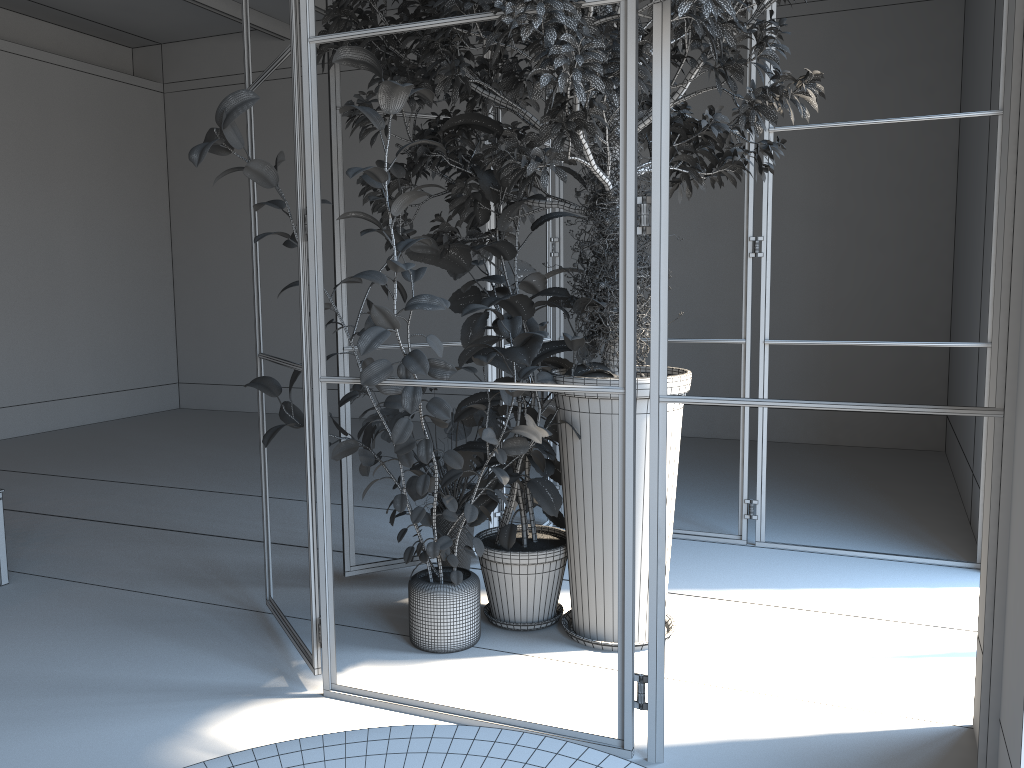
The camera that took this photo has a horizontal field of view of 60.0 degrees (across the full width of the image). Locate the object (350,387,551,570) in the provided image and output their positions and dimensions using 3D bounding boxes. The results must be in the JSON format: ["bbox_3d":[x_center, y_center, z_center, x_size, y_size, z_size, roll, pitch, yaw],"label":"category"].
[{"bbox_3d":[-0.362,0.498,4.258,1.125,1.001,0.920,2,7,20],"label":"object"}]

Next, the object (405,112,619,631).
[{"bbox_3d":[0.012,-0.068,3.889,0.868,2.157,1.270,-5,8,-36],"label":"object"}]

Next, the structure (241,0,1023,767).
[{"bbox_3d":[0.542,-0.659,3.781,2.994,3.454,2.452,2,7,23],"label":"structure"}]

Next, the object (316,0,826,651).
[{"bbox_3d":[0.236,-1.001,3.398,2.243,4.154,2.486,-1,6,-6],"label":"object"}]

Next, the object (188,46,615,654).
[{"bbox_3d":[-0.408,0.000,3.390,1.253,2.183,1.309,4,7,33],"label":"object"}]

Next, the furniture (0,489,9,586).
[{"bbox_3d":[-2.873,0.814,3.872,0.300,0.478,1.260,2,7,23],"label":"furniture"}]

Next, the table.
[{"bbox_3d":[-0.241,1.114,1.358,1.709,0.387,1.708,1,6,14],"label":"table"}]
